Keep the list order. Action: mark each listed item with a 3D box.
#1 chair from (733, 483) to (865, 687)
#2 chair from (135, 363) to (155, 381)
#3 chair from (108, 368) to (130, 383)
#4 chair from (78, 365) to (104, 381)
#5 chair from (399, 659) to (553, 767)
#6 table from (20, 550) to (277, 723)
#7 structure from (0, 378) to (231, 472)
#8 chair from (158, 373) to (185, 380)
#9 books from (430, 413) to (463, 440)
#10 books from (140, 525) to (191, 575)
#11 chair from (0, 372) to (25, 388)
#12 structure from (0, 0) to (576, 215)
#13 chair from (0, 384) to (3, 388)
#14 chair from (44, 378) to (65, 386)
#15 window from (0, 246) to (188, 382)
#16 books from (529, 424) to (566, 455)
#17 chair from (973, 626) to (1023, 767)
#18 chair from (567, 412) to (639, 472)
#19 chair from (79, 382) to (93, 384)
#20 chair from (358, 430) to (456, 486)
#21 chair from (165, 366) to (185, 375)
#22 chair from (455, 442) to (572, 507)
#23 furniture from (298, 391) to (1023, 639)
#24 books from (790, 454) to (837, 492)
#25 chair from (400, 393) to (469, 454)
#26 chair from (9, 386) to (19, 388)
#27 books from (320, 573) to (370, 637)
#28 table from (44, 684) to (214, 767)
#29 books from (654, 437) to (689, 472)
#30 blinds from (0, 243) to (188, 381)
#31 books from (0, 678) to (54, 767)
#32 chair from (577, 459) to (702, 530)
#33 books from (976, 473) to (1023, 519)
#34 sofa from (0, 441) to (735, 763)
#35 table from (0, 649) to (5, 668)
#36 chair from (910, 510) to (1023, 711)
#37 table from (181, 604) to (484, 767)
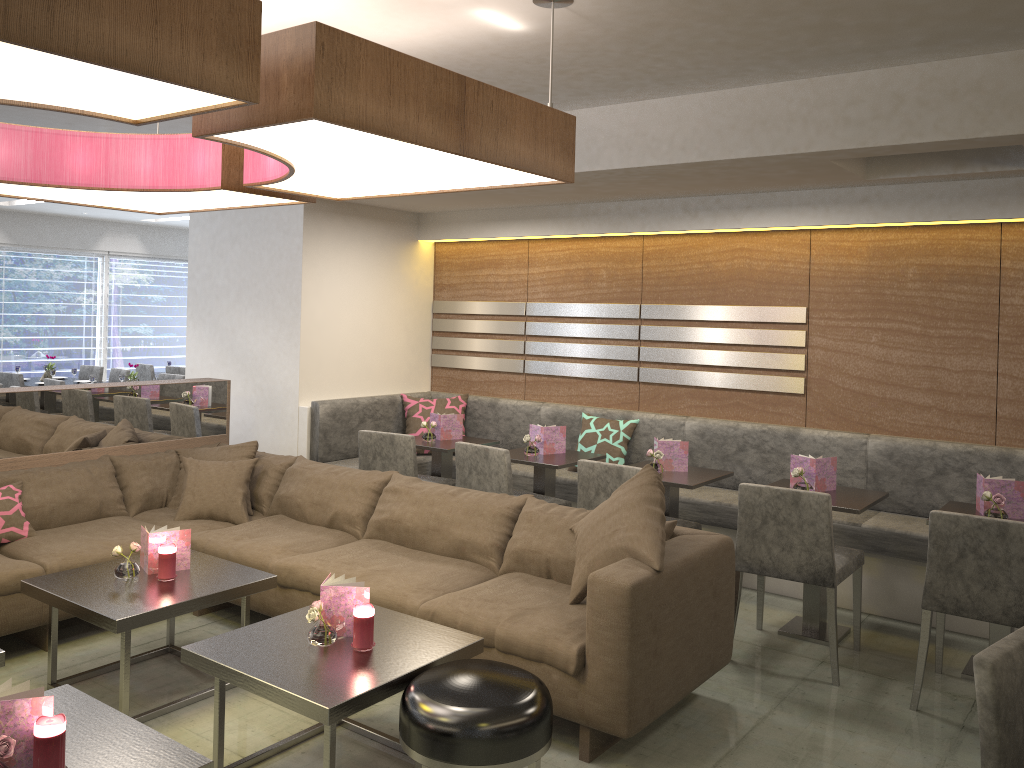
[{"bbox_3d":[1.232,0.798,3.840,0.477,0.761,0.492,2,2,32],"label":"chair"},{"bbox_3d":[-4.088,0.141,10.325,0.478,0.761,0.492,3,2,41],"label":"chair"},{"bbox_3d":[-4.283,0.230,9.149,0.478,0.761,0.492,3,2,41],"label":"chair"},{"bbox_3d":[-4.719,0.192,9.477,0.477,0.761,0.492,2,2,31],"label":"chair"},{"bbox_3d":[-0.102,1.029,2.443,0.423,0.450,0.423,2,2,17],"label":"chair"},{"bbox_3d":[-1.374,0.942,3.359,0.659,0.411,0.658,4,4,36],"label":"table"},{"bbox_3d":[-2.901,0.565,3.845,0.224,1.006,3.776,2,4,36],"label":"structure"},{"bbox_3d":[-3.494,0.296,8.581,0.477,0.761,0.492,2,2,31],"label":"chair"},{"bbox_3d":[-0.416,0.267,5.578,0.157,0.164,0.143,0,2,-34],"label":"books"},{"bbox_3d":[-1.371,0.649,3.497,0.157,0.164,0.143,0,2,-34],"label":"books"},{"bbox_3d":[-4.680,0.261,8.624,0.477,0.761,0.492,2,2,31],"label":"chair"},{"bbox_3d":[-1.482,-1.008,2.709,2.451,0.618,2.444,5,5,36],"label":"structure"},{"bbox_3d":[-4.503,0.379,7.201,0.477,0.761,0.492,2,2,31],"label":"chair"},{"bbox_3d":[-3.914,0.332,7.992,0.478,0.761,0.492,3,2,41],"label":"chair"},{"bbox_3d":[-5.127,-0.712,11.825,0.159,2.070,3.661,2,3,36],"label":"window"},{"bbox_3d":[0.206,0.320,5.123,0.157,0.164,0.143,0,2,-34],"label":"books"},{"bbox_3d":[1.252,0.962,1.790,0.477,0.761,0.493,0,2,-42],"label":"chair"},{"bbox_3d":[0.573,0.397,5.572,0.427,0.395,0.219,3,2,37],"label":"chair"},{"bbox_3d":[-3.455,0.365,7.728,0.477,0.761,0.492,2,2,31],"label":"chair"},{"bbox_3d":[-0.615,0.642,5.192,0.477,0.761,0.492,2,2,28],"label":"chair"},{"bbox_3d":[-3.629,0.174,10.061,0.477,0.761,0.492,2,2,31],"label":"chair"},{"bbox_3d":[-0.016,0.691,4.770,0.478,0.761,0.492,3,2,43],"label":"chair"},{"bbox_3d":[0.387,0.765,3.378,5.658,0.852,4.260,5,5,36],"label":"furniture"},{"bbox_3d":[1.438,0.424,4.220,0.157,0.164,0.143,0,2,-34],"label":"books"},{"bbox_3d":[-0.531,0.287,6.186,0.491,0.427,0.296,1,2,-11],"label":"chair"},{"bbox_3d":[-4.068,0.417,6.872,0.478,0.761,0.492,3,2,41],"label":"chair"},{"bbox_3d":[-0.531,0.720,2.879,0.157,0.164,0.143,2,2,1],"label":"books"},{"bbox_3d":[-1.145,1.060,1.949,0.659,0.411,0.658,4,4,36],"label":"table"},{"bbox_3d":[0.837,0.373,4.661,0.157,0.164,0.143,2,2,1],"label":"books"},{"bbox_3d":[-5.036,-0.731,11.770,0.045,2.040,3.653,2,3,36],"label":"blinds"},{"bbox_3d":[-1.124,0.773,2.018,0.157,0.164,0.143,1,2,-19],"label":"books"},{"bbox_3d":[0.598,0.744,4.312,0.478,0.761,0.492,3,2,39],"label":"chair"},{"bbox_3d":[2.075,0.478,3.754,0.157,0.164,0.143,2,2,16],"label":"books"},{"bbox_3d":[-1.527,0.851,2.823,3.185,0.674,3.769,5,5,36],"label":"sofa"},{"bbox_3d":[-1.965,0.991,2.550,0.659,0.411,0.658,4,4,36],"label":"table"},{"bbox_3d":[1.833,0.851,3.376,0.477,0.761,0.492,2,2,35],"label":"chair"},{"bbox_3d":[-0.553,1.011,2.758,0.659,0.411,0.658,4,4,36],"label":"table"}]
